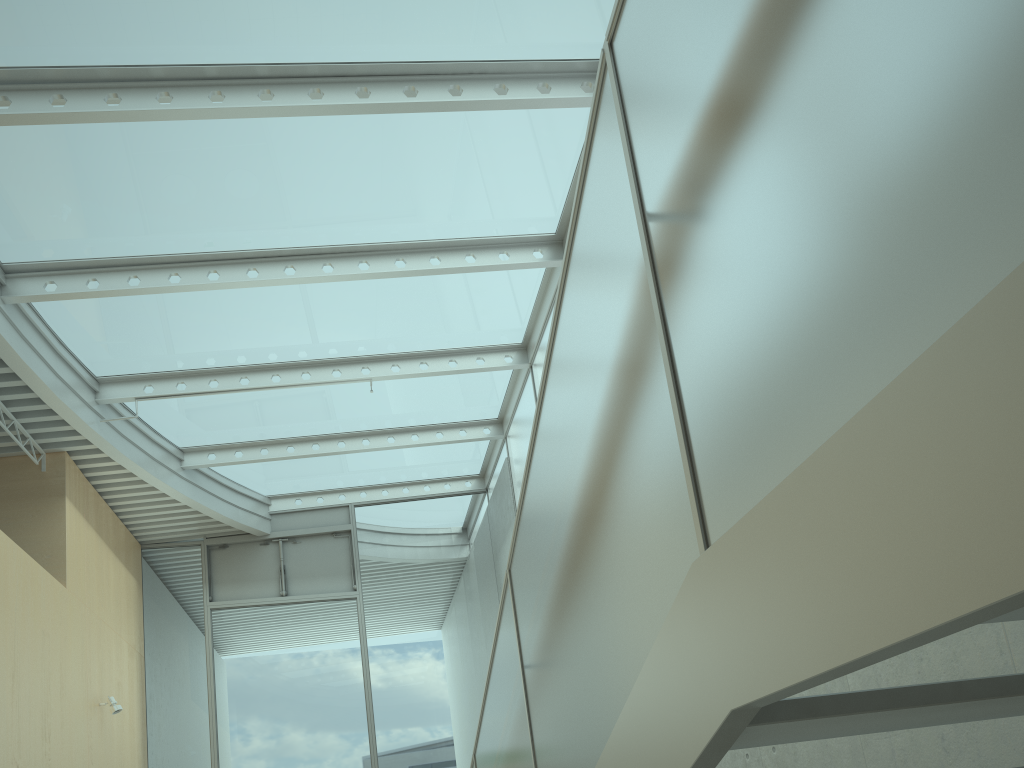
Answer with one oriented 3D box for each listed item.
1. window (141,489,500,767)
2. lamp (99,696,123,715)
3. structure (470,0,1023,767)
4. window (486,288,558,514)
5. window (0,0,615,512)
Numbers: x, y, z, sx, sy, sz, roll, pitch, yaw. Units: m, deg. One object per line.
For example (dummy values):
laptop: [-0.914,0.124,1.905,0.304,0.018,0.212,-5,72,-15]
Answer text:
window: [-2.279,4.403,11.156,4.839,5.836,0.118,-4,-15,-11]
lamp: [-4.172,3.336,8.826,0.234,0.182,0.152,6,-24,-29]
structure: [1.277,-0.660,0.220,1.878,3.898,13.830,-4,-27,-12]
window: [0.717,-0.253,6.658,0.030,2.546,17.163,-5,-28,-12]
window: [-1.211,1.204,5.894,4.766,5.799,17.358,-4,-27,-12]
